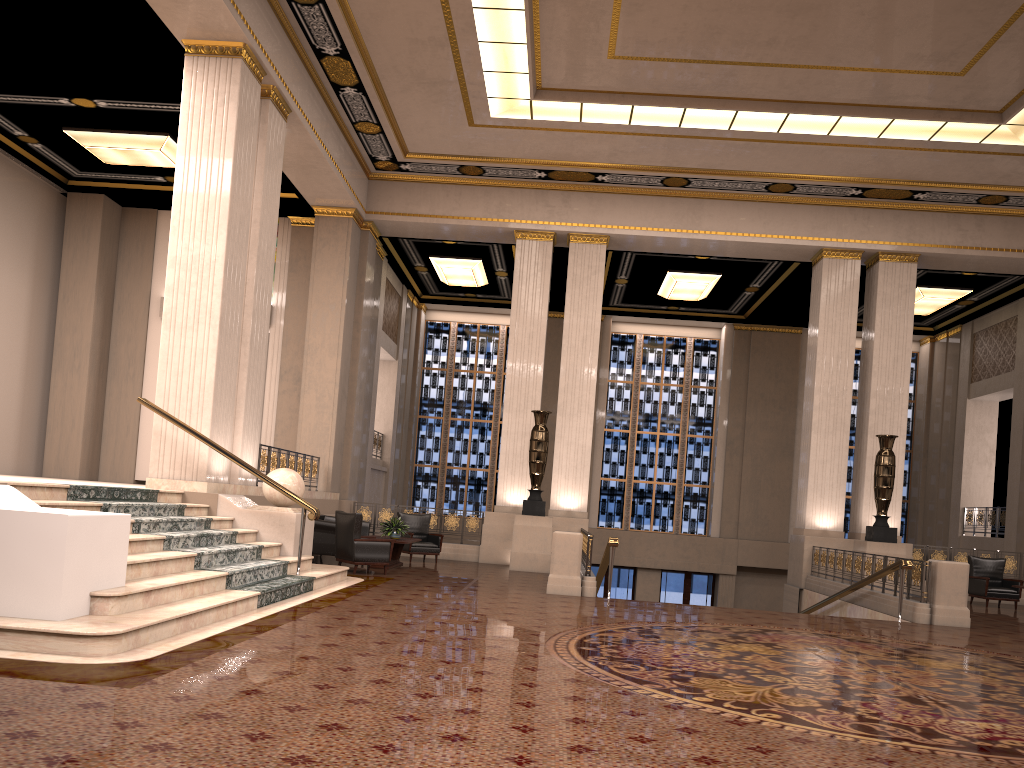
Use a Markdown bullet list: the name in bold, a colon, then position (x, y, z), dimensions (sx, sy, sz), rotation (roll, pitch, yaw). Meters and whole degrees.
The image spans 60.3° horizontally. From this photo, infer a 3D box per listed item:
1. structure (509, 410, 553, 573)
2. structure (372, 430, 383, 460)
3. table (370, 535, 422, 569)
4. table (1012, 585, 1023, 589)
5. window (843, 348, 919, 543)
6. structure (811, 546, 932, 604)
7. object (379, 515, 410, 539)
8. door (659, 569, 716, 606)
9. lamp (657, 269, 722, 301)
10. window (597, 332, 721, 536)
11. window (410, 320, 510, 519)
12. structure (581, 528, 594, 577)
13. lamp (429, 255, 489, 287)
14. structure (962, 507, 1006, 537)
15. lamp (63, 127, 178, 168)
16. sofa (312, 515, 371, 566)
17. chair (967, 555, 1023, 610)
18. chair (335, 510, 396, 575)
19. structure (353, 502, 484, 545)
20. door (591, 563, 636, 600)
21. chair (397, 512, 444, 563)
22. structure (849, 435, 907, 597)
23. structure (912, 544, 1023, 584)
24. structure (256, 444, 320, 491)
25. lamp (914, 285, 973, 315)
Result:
- **structure**: position (0.424, 1.866, 15.397), dimensions (0.700, 2.779, 0.703), rotation (4, -2, 3)
- **structure**: position (-3.253, 1.405, 20.577), dimensions (0.031, 0.663, 2.174), rotation (4, -7, 3)
- **table**: position (-1.964, 2.654, 13.914), dimensions (0.838, 0.433, 1.488), rotation (4, -7, 3)
- **table**: position (8.383, 3.363, 13.380), dimensions (0.838, 0.433, 1.488), rotation (4, -7, 3)
- **window**: position (9.228, 1.708, 23.648), dimensions (2.986, 5.341, 0.069), rotation (4, -1, 3)
- **structure**: position (5.360, 2.866, 13.618), dimensions (0.079, 0.533, 4.980), rotation (4, -8, 3)
- **object**: position (-1.838, 2.239, 13.805), dimensions (0.501, 0.374, 0.529), rotation (0, -7, 35)
- **door**: position (4.555, 6.271, 23.274), dimensions (1.491, 2.715, 0.156), rotation (4, -2, 3)
- **lamp**: position (4.031, -2.216, 20.208), dimensions (1.166, 0.213, 2.035), rotation (4, -8, 3)
- **window**: position (3.970, 1.347, 23.920), dimensions (2.986, 5.341, 0.069), rotation (4, -1, 3)
- **window**: position (-1.112, 0.998, 24.182), dimensions (2.986, 5.341, 0.069), rotation (4, -1, 3)
- **structure**: position (1.145, 2.577, 13.835), dimensions (0.079, 0.533, 4.981), rotation (4, -8, 4)
- **lamp**: position (-1.207, -2.576, 20.478), dimensions (1.166, 0.213, 2.035), rotation (4, -8, 3)
- **structure**: position (10.671, 3.104, 19.836), dimensions (0.031, 0.663, 2.174), rotation (4, -7, 3)
- **lamp**: position (-6.198, -3.807, 14.408), dimensions (1.715, 0.213, 1.179), rotation (4, -8, 3)
- **sofa**: position (-2.868, 2.458, 13.968), dimensions (0.874, 0.702, 1.939), rotation (4, -7, 3)
- **chair**: position (8.248, 3.391, 15.081), dimensions (0.648, 0.841, 0.722), rotation (4, -4, -2)
- **chair**: position (-2.089, 2.220, 12.325), dimensions (0.722, 0.841, 0.648), rotation (8, -5, -37)
- **structure**: position (-1.814, 2.672, 16.884), dimensions (2.533, 0.653, 0.032), rotation (4, -2, 3)
- **door**: position (2.475, 6.129, 23.381), dimensions (1.491, 2.715, 0.156), rotation (4, -2, 3)
- **chair**: position (-1.646, 2.712, 15.587), dimensions (0.651, 0.841, 0.718), rotation (7, -5, -32)
- **structure**: position (6.328, 2.271, 15.092), dimensions (0.700, 2.779, 0.703), rotation (4, -2, 3)
- **structure**: position (8.587, 3.386, 16.348), dimensions (2.533, 0.653, 0.032), rotation (4, -2, 3)
- **structure**: position (-3.598, 1.371, 14.103), dimensions (0.032, 0.620, 3.727), rotation (4, -8, 3)
- **lamp**: position (9.360, -1.851, 19.933), dimensions (1.166, 0.213, 2.035), rotation (4, -8, 3)
